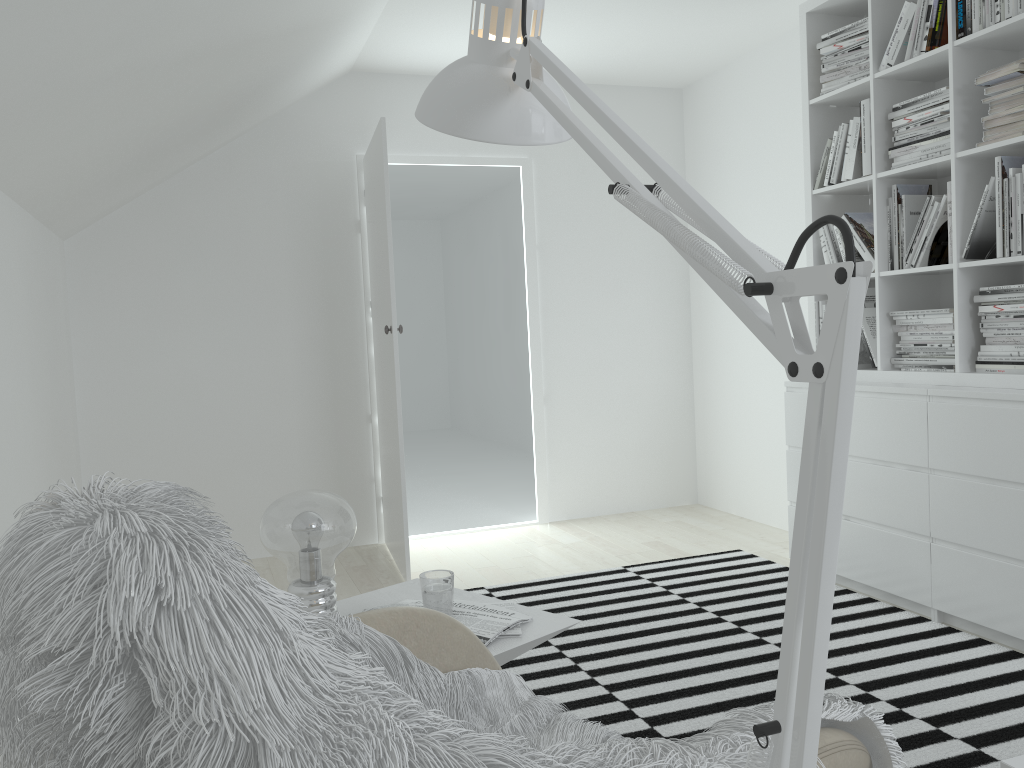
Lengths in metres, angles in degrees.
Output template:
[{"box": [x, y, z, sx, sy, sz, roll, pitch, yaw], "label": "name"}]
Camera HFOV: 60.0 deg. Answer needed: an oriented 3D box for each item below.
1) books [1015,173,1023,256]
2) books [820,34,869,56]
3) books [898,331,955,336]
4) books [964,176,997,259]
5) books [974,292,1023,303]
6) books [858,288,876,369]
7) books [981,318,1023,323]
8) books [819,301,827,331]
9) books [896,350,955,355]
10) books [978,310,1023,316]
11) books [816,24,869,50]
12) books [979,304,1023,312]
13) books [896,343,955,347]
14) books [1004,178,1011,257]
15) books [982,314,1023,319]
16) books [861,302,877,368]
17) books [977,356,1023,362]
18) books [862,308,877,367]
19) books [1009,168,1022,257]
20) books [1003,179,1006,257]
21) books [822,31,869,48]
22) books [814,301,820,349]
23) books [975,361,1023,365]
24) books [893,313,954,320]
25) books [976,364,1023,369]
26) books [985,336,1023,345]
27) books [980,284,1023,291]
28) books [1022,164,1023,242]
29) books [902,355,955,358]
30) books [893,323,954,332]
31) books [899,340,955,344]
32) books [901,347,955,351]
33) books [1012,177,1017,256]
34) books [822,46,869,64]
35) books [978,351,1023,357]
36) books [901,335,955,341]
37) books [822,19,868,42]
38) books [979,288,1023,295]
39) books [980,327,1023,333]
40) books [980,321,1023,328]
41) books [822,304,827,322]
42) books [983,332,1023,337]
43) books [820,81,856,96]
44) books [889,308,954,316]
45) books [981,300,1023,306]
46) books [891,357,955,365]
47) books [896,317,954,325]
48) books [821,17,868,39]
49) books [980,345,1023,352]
[{"box": [1.708, -0.550, 2.880, 0.167, 0.263, 0.017, -4, 3, -19], "label": "books"}, {"box": [1.426, -1.378, 3.612, 0.174, 0.021, 0.273, -5, 4, -39], "label": "books"}, {"box": [1.628, -0.194, 3.329, 0.182, 0.016, 0.288, -4, 3, -19], "label": "books"}, {"box": [1.647, -0.562, 3.016, 0.159, 0.263, 0.131, -4, 3, -19], "label": "books"}, {"box": [1.738, -0.293, 2.949, 0.176, 0.025, 0.331, -4, 3, -19], "label": "books"}, {"box": [1.458, -0.229, 3.652, 0.176, 0.331, 0.025, -4, 3, -19], "label": "books"}, {"box": [1.732, -0.217, 2.958, 0.161, 0.012, 0.254, -4, 3, -19], "label": "books"}, {"box": [1.402, -0.214, 3.811, 0.182, 0.288, 0.016, -4, 3, -19], "label": "books"}, {"box": [1.627, -0.123, 3.343, 0.182, 0.016, 0.288, -4, 3, -19], "label": "books"}, {"box": [1.725, -0.241, 2.966, 0.161, 0.013, 0.256, -4, 3, -19], "label": "books"}, {"box": [1.431, -1.413, 3.610, 0.176, 0.025, 0.331, -5, 4, -29], "label": "books"}, {"box": [1.733, -0.257, 2.952, 0.174, 0.021, 0.273, -4, 3, -19], "label": "books"}, {"box": [1.612, -0.149, 3.334, 0.159, 0.012, 0.285, -4, 3, -19], "label": "books"}, {"box": [1.685, -0.547, 2.914, 0.161, 0.256, 0.013, -4, 3, -19], "label": "books"}, {"box": [1.741, -0.229, 2.949, 0.159, 0.012, 0.285, -4, 3, -19], "label": "books"}, {"box": [1.476, -0.200, 3.576, 0.159, 0.263, 0.131, -4, 3, -19], "label": "books"}, {"box": [1.737, -0.088, 2.951, 0.182, 0.016, 0.288, -4, 3, -19], "label": "books"}, {"box": [1.486, -0.191, 3.561, 0.161, 0.235, 0.118, -4, 3, -19], "label": "books"}, {"box": [1.696, -0.562, 2.905, 0.159, 0.285, 0.012, -4, 3, -19], "label": "books"}, {"box": [1.689, -0.547, 2.929, 0.161, 0.254, 0.013, -4, 3, -19], "label": "books"}, {"box": [1.426, -1.396, 3.622, 0.161, 0.013, 0.254, -5, 4, -34], "label": "books"}, {"box": [1.386, -0.214, 3.822, 0.182, 0.288, 0.016, -4, 3, -19], "label": "books"}, {"box": [1.781, -0.077, 2.980, 0.251, 0.012, 0.312, -4, 3, -19], "label": "books"}, {"box": [1.607, -0.257, 3.324, 0.182, 0.016, 0.288, -4, 3, -19], "label": "books"}, {"box": [1.773, -0.064, 2.981, 0.232, 0.014, 0.308, -4, 3, -22], "label": "books"}, {"box": [1.764, -0.147, 2.945, 0.180, 0.028, 0.296, -4, 3, -19], "label": "books"}, {"box": [1.726, -0.326, 2.957, 0.161, 0.012, 0.254, -4, 3, -19], "label": "books"}, {"box": [1.726, -0.563, 2.868, 0.182, 0.288, 0.016, -4, 3, -19], "label": "books"}, {"box": [1.619, -0.108, 3.322, 0.161, 0.013, 0.254, -4, 3, -19], "label": "books"}, {"box": [1.618, -0.216, 3.350, 0.180, 0.028, 0.296, -4, 3, -19], "label": "books"}, {"box": [1.609, -0.160, 3.321, 0.161, 0.012, 0.254, -4, 3, -19], "label": "books"}, {"box": [1.612, -0.135, 3.312, 0.161, 0.013, 0.256, -4, 3, -19], "label": "books"}, {"box": [1.695, -0.546, 2.892, 0.161, 0.254, 0.012, -4, 3, -19], "label": "books"}, {"box": [1.425, -1.337, 3.618, 0.161, 0.012, 0.254, -5, 4, -39], "label": "books"}, {"box": [1.745, -0.104, 2.960, 0.182, 0.016, 0.288, -4, 3, -19], "label": "books"}, {"box": [1.619, -0.176, 3.317, 0.167, 0.017, 0.263, -4, 3, -19], "label": "books"}, {"box": [1.423, -1.432, 3.602, 0.159, 0.012, 0.285, -4, 3, -24], "label": "books"}, {"box": [1.728, -0.312, 2.941, 0.159, 0.012, 0.285, -4, 3, -19], "label": "books"}, {"box": [1.755, -0.186, 2.965, 0.182, 0.016, 0.288, -4, 3, -19], "label": "books"}, {"box": [1.739, -0.203, 2.968, 0.167, 0.017, 0.263, -4, 3, -19], "label": "books"}, {"box": [1.409, -0.206, 3.794, 0.174, 0.273, 0.021, -4, 3, -19], "label": "books"}, {"box": [1.759, -0.170, 2.956, 0.182, 0.016, 0.288, -4, 3, -19], "label": "books"}, {"box": [1.432, -1.207, 3.611, 0.182, 0.016, 0.288, -5, 4, -29], "label": "books"}, {"box": [1.594, -0.272, 3.325, 0.182, 0.016, 0.288, -4, 3, -19], "label": "books"}, {"box": [1.734, -0.275, 2.961, 0.161, 0.013, 0.254, -4, 3, -19], "label": "books"}, {"box": [1.616, -0.090, 3.335, 0.176, 0.025, 0.331, -4, 3, -19], "label": "books"}, {"box": [1.609, -0.238, 3.324, 0.174, 0.021, 0.273, -4, 3, -19], "label": "books"}, {"box": [1.418, -1.446, 3.616, 0.161, 0.012, 0.254, -5, 4, -29], "label": "books"}, {"box": [1.744, -0.123, 2.960, 0.174, 0.021, 0.273, -4, 3, -19], "label": "books"}]
